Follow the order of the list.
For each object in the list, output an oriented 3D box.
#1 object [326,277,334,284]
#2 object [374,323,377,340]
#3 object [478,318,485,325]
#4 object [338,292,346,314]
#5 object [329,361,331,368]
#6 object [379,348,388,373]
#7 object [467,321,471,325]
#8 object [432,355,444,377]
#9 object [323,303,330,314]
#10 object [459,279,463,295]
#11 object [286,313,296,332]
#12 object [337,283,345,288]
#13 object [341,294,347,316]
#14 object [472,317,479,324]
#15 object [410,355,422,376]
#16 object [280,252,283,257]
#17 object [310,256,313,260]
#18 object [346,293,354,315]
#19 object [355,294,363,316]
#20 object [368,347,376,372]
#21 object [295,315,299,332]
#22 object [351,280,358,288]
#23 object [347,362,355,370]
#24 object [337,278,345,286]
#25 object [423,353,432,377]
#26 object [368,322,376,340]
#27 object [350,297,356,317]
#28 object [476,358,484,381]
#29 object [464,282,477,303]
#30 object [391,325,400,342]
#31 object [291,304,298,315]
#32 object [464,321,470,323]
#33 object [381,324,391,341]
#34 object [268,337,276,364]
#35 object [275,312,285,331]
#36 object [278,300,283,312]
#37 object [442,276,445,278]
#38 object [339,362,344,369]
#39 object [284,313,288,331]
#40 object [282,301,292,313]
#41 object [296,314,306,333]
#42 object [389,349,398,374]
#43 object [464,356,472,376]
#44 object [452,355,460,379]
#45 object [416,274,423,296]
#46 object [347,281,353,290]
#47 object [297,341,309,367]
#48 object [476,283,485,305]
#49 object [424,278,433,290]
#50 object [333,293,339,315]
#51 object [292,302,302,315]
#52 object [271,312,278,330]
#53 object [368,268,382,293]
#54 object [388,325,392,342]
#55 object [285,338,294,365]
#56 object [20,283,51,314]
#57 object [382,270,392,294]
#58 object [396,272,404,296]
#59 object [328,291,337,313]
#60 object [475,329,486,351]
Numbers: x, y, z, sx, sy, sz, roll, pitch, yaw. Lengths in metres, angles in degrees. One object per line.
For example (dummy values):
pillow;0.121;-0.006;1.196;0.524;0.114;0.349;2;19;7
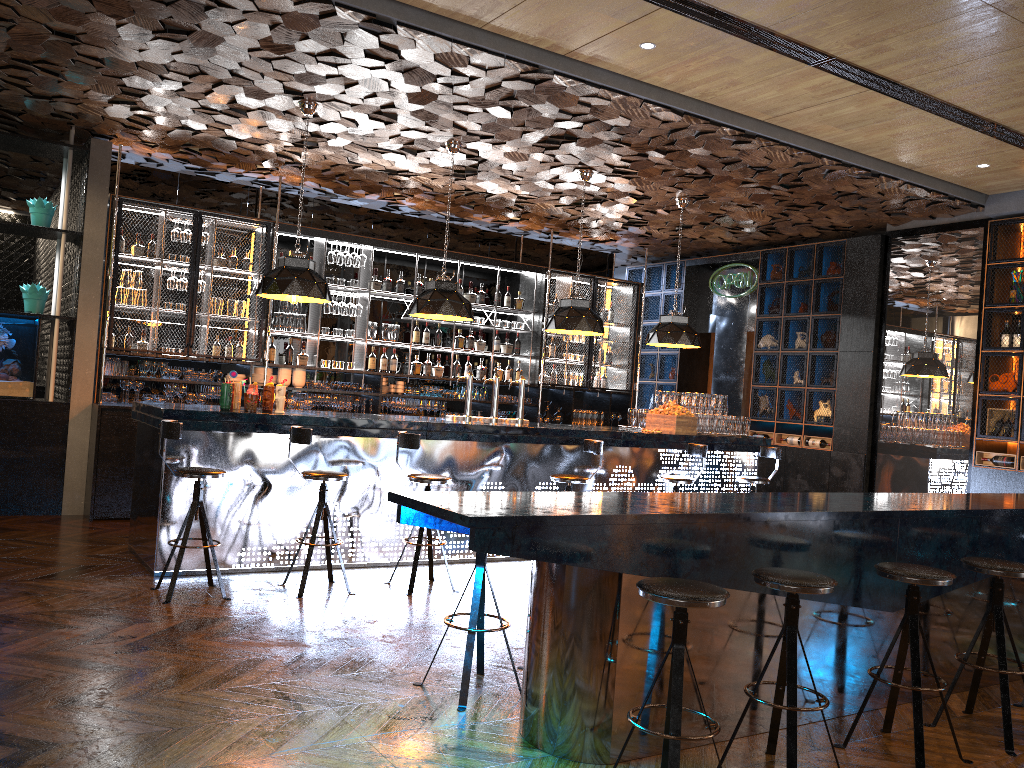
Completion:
object;-2.056;-1.155;10.013;0.089;0.092;0.089;4;-1;26
object;-1.629;-0.608;10.366;0.105;0.209;0.105;4;-1;13
object;-0.387;-0.777;11.036;0.089;0.092;0.089;4;-1;12
object;-1.915;-0.911;10.004;0.092;0.244;0.092;4;-1;18
object;-2.119;-0.220;10.134;0.089;0.092;0.089;4;-1;29
object;-1.508;-0.277;10.428;0.086;0.298;0.086;4;-1;17
object;-0.547;-0.788;11.065;0.089;0.092;0.089;5;-1;-33
object;-0.893;-0.217;10.766;0.123;0.279;0.123;4;-1;-19
object;-2.096;-0.923;10.084;0.092;0.244;0.092;4;-1;18
object;-0.644;-1.145;10.917;0.086;0.298;0.086;4;-1;17
object;-2.436;-0.673;9.780;0.105;0.209;0.105;4;-1;13
object;-1.966;-1.146;10.189;0.089;0.092;0.089;4;-1;-22
object;-1.920;-0.909;10.196;0.092;0.244;0.092;4;-1;18
object;-0.452;-0.782;10.955;0.089;0.092;0.089;4;-1;21
object;-1.148;-0.222;10.620;0.151;0.248;0.094;5;-1;-43
object;-2.542;-1.297;9.739;0.086;0.298;0.086;4;-1;17
object;-2.246;-1.274;9.894;0.086;0.299;0.086;4;-1;17
object;-1.832;-0.904;10.057;0.092;0.244;0.092;4;-1;18
object;-1.745;-0.897;10.112;0.092;0.244;0.092;4;-1;18
object;-1.627;-0.286;10.322;0.086;0.299;0.086;4;-1;17
object;-2.403;-0.669;9.918;0.105;0.209;0.105;4;-1;13
object;-1.794;-1.135;10.093;0.089;0.092;0.089;4;-1;26
object;-1.841;-0.200;10.135;0.089;0.092;0.089;4;-1;-22
object;-1.942;-1.146;10.059;0.089;0.092;0.089;4;-1;26
object;-1.017;-0.230;10.703;0.083;0.282;0.083;5;-1;-32
object;-1.621;-0.609;10.235;0.105;0.209;0.105;4;-1;13
object;-1.833;-0.902;10.252;0.092;0.244;0.092;4;-1;18
object;-0.389;-0.179;11.103;0.083;0.282;0.083;4;-1;43
object;-0.515;-1.124;10.975;0.123;0.279;0.123;5;-1;-43
object;-1.371;-0.589;10.397;0.105;0.209;0.105;4;-1;13
object;-2.431;-0.881;9.893;0.105;0.209;0.105;4;-1;13
object;-0.553;-0.790;10.919;0.089;0.092;0.089;4;-1;21
object;-1.475;-0.597;10.360;0.105;0.209;0.105;4;-1;13
object;-2.625;-0.366;9.688;0.086;0.299;0.086;4;-1;17
object;-2.535;-0.681;9.716;0.105;0.209;0.105;4;-1;13
object;-2.536;-0.889;9.840;0.105;0.209;0.105;4;-1;13
object;-0.845;-1.160;10.797;0.086;0.298;0.086;4;-1;17
object;-1.964;-0.209;10.132;0.089;0.092;0.089;4;-1;-22
object;-2.500;-0.677;9.868;0.105;0.209;0.105;4;-1;13
object;-2.471;-0.886;9.748;0.105;0.209;0.105;4;-1;13
object;-2.332;-0.665;9.831;0.105;0.209;0.105;4;-1;13
object;-1.396;-0.268;10.471;0.086;0.298;0.086;4;-1;17
object;-0.546;-0.200;11.011;0.086;0.298;0.086;4;-1;17
object;-0.681;-0.211;10.887;0.086;0.297;0.086;4;-1;2
object;-1.118;-1.175;10.608;0.083;0.282;0.083;4;-1;43
object;-1.867;-1.138;10.265;0.089;0.092;0.089;4;-1;26
object;-2.322;-0.332;9.858;0.123;0.279;0.123;4;-1;-19
object;-0.387;-1.116;11.073;0.083;0.282;0.083;5;-1;-32
object;-0.984;-1.146;10.693;0.151;0.248;0.094;5;-1;-29
object;-2.003;-0.916;10.143;0.092;0.244;0.092;4;-1;18
object;-2.378;-0.878;9.819;0.105;0.209;0.105;4;-1;13
object;-2.607;-0.685;9.809;0.105;0.209;0.105;4;-1;13
object;-1.593;-1.204;10.308;0.123;0.279;0.123;5;-1;-44
object;-1.419;-0.591;10.495;0.105;0.209;0.105;4;-1;13
object;-2.447;-0.353;9.764;0.086;0.297;0.086;4;-1;2
object;-4.513;-0.811;8.374;0.265;0.325;0.245;5;-1;-39
object;-1.459;-1.196;10.391;0.083;0.282;0.083;4;-1;43
object;-1.319;-1.184;10.480;0.083;0.282;0.083;4;-1;-17
object;-2.008;-0.918;9.945;0.092;0.244;0.092;4;-1;18
object;-0.395;-0.542;11.071;0.123;0.279;0.123;4;-1;-19
